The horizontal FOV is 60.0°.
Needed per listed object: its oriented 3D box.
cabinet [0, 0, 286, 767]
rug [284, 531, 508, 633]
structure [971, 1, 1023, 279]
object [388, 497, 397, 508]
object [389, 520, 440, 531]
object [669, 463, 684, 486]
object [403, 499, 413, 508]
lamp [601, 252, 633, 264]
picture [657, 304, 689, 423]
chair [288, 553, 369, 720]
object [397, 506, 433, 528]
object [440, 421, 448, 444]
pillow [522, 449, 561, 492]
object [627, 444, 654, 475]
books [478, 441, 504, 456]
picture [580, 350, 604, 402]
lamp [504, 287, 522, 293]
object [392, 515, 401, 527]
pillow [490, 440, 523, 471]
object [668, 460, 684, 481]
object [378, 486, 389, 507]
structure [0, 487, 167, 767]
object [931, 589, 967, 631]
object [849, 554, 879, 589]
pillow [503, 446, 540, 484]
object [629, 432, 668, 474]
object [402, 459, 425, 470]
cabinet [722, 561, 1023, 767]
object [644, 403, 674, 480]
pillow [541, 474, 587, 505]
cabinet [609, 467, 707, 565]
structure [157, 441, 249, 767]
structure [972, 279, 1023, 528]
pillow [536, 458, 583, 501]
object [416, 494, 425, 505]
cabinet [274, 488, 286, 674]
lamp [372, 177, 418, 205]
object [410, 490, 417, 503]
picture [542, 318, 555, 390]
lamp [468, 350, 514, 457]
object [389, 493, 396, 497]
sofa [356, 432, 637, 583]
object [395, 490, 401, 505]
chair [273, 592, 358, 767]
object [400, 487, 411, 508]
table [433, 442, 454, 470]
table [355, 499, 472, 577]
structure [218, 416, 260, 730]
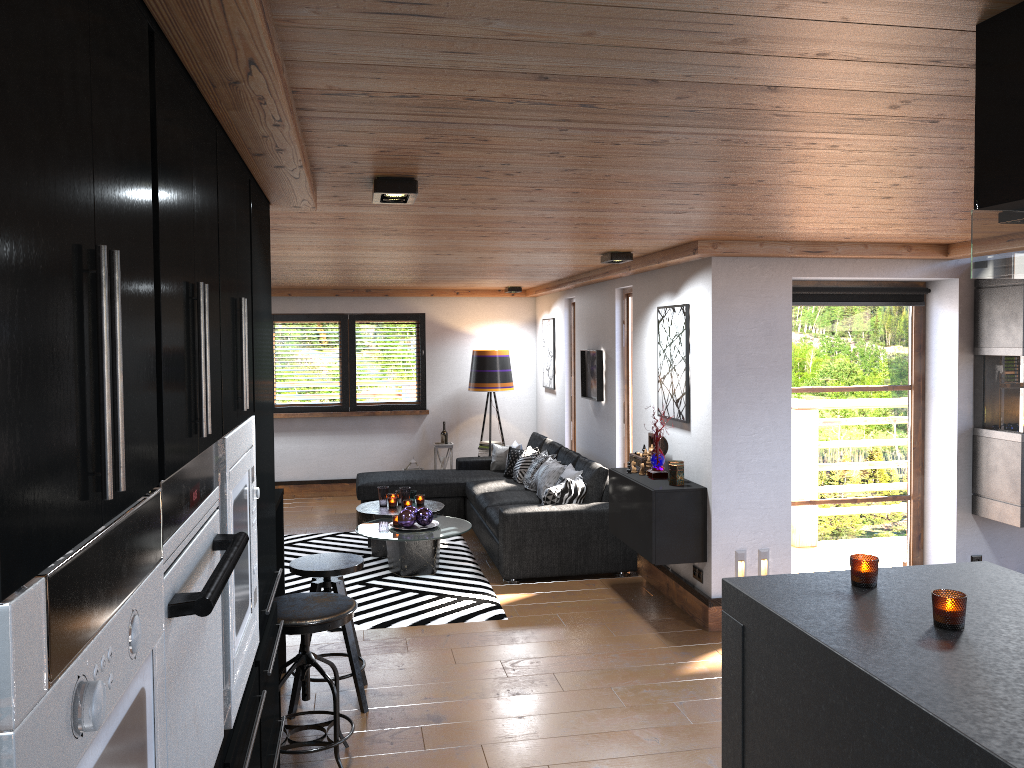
[{"bbox_3d":[-0.552,0.624,0.069,0.546,2.379,6.405,-1,3,-10],"label":"cabinet"},{"bbox_3d":[-1.085,1.458,6.983,1.669,0.020,2.889,-1,3,-11],"label":"rug"},{"bbox_3d":[1.488,-0.360,0.125,0.714,0.476,3.237,-1,3,-10],"label":"structure"},{"bbox_3d":[-1.016,1.009,7.540,0.079,0.081,0.079,0,3,4],"label":"object"},{"bbox_3d":[-0.760,1.098,6.898,0.393,0.022,0.396,0,3,8],"label":"object"},{"bbox_3d":[1.047,0.576,5.644,0.109,0.135,0.096,-1,3,-21],"label":"object"},{"bbox_3d":[-0.871,1.014,7.427,0.079,0.081,0.079,0,3,4],"label":"object"},{"bbox_3d":[0.708,-0.862,6.012,0.156,0.068,0.260,-1,3,-10],"label":"lamp"},{"bbox_3d":[1.096,-0.146,6.058,0.020,0.781,0.560,-1,2,-10],"label":"picture"},{"bbox_3d":[-0.923,1.248,4.451,0.395,0.720,0.391,-1,2,-11],"label":"chair"},{"bbox_3d":[-0.773,1.032,6.906,0.287,0.142,0.261,-2,3,-27],"label":"object"},{"bbox_3d":[-0.783,0.574,10.234,0.086,0.286,0.088,2,3,42],"label":"object"},{"bbox_3d":[0.269,0.822,8.120,0.276,0.355,0.725,-1,3,-10],"label":"pillow"},{"bbox_3d":[0.894,0.518,6.168,0.202,0.197,0.355,0,3,1],"label":"object"},{"bbox_3d":[-0.236,0.738,10.103,0.222,0.159,0.253,-3,4,-44],"label":"books"},{"bbox_3d":[0.722,-0.084,8.045,0.067,0.450,0.556,-1,3,-10],"label":"picture"},{"bbox_3d":[0.012,-1.059,9.915,0.156,0.068,0.260,-1,3,-10],"label":"lamp"},{"bbox_3d":[-0.892,1.066,6.899,0.079,0.081,0.079,0,3,4],"label":"object"},{"bbox_3d":[-0.037,0.766,9.211,0.219,0.346,0.561,-2,3,-30],"label":"pillow"},{"bbox_3d":[1.070,0.569,5.775,0.107,0.135,0.097,0,3,21],"label":"object"},{"bbox_3d":[-1.102,0.964,7.594,0.095,0.167,0.093,-2,3,-40],"label":"object"},{"bbox_3d":[-0.637,0.508,1.017,0.384,0.672,0.597,-1,3,-10],"label":"structure"},{"bbox_3d":[1.064,0.550,2.158,0.078,0.081,0.080,1,3,34],"label":"object"},{"bbox_3d":[1.000,0.532,2.517,0.078,0.081,0.080,1,3,34],"label":"object"},{"bbox_3d":[0.125,0.794,8.733,0.313,0.364,0.664,-1,3,-15],"label":"pillow"},{"bbox_3d":[0.953,0.478,6.233,0.211,0.270,0.286,-1,3,-11],"label":"object"},{"bbox_3d":[-1.138,1.066,10.237,0.254,0.462,0.250,-1,2,-11],"label":"object"},{"bbox_3d":[1.478,1.233,0.371,0.893,1.103,4.782,-1,3,-10],"label":"cabinet"},{"bbox_3d":[0.984,0.377,5.917,0.152,0.504,0.323,-1,2,-11],"label":"object"},{"bbox_3d":[0.426,0.888,6.958,0.296,0.345,0.542,2,3,40],"label":"pillow"},{"bbox_3d":[0.959,0.861,5.969,0.359,0.468,0.951,-1,3,-10],"label":"cabinet"},{"bbox_3d":[-0.577,0.473,1.699,0.090,0.672,0.592,-1,3,-10],"label":"structure"},{"bbox_3d":[3.762,0.028,5.721,1.451,1.648,0.431,-1,2,-11],"label":"structure"},{"bbox_3d":[0.395,0.839,7.487,0.285,0.328,0.722,-1,3,-21],"label":"pillow"},{"bbox_3d":[-0.792,1.002,7.658,0.079,0.081,0.079,0,3,4],"label":"object"},{"bbox_3d":[-1.312,1.118,4.025,0.431,1.009,1.619,-1,3,-10],"label":"cabinet"},{"bbox_3d":[-0.429,-0.710,3.238,0.156,0.068,0.260,-1,3,-10],"label":"lamp"},{"bbox_3d":[-0.882,0.989,7.769,0.092,0.099,0.093,1,3,26],"label":"object"},{"bbox_3d":[0.410,-0.340,9.907,0.020,0.781,0.560,-1,2,-10],"label":"picture"},{"bbox_3d":[0.237,0.443,10.398,1.647,1.698,0.518,-2,3,-32],"label":"lamp"},{"bbox_3d":[-1.038,0.999,7.742,0.079,0.081,0.079,0,3,4],"label":"object"},{"bbox_3d":[-0.344,0.996,8.014,2.098,0.818,3.077,-1,3,-10],"label":"sofa"},{"bbox_3d":[-0.949,0.983,7.659,0.115,0.122,0.112,-2,3,-35],"label":"object"},{"bbox_3d":[-0.871,1.286,3.745,0.442,0.716,0.440,-1,2,-7],"label":"chair"},{"bbox_3d":[-0.909,0.965,7.548,0.095,0.167,0.093,-2,3,-40],"label":"object"},{"bbox_3d":[-0.791,0.989,10.252,0.227,0.608,0.224,-1,2,-11],"label":"table"},{"bbox_3d":[-0.812,1.251,7.211,0.900,0.371,1.518,-1,3,-10],"label":"table"},{"bbox_3d":[-0.698,0.442,2.311,0.039,0.671,0.591,-1,3,-10],"label":"structure"}]
